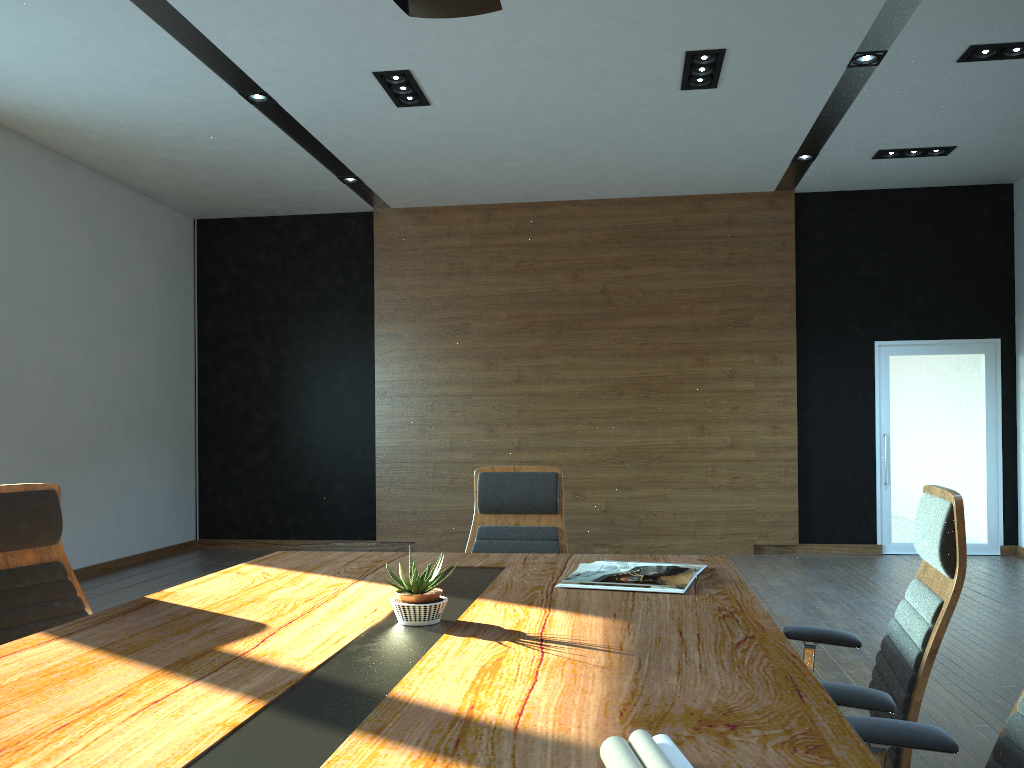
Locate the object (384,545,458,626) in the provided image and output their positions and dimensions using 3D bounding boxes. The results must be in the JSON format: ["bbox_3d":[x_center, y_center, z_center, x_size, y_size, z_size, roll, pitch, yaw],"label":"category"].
[{"bbox_3d":[-0.239,0.512,2.255,0.177,0.188,0.153,0,-2,-17],"label":"object"}]

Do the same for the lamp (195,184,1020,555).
[{"bbox_3d":[0.030,-0.212,6.956,9.392,3.705,16.703,-1,-3,8],"label":"lamp"}]

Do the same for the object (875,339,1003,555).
[{"bbox_3d":[4.301,0.641,8.991,1.197,2.159,0.200,-1,0,8],"label":"object"}]

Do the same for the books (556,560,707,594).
[{"bbox_3d":[0.406,0.611,2.895,0.389,0.033,0.545,-2,-3,19],"label":"books"}]

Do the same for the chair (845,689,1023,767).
[{"bbox_3d":[0.696,0.791,1.495,0.696,1.127,0.707,-1,-1,8],"label":"chair"}]

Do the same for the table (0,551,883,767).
[{"bbox_3d":[-0.441,0.921,0.756,1.785,0.796,5.548,-1,-3,8],"label":"table"}]

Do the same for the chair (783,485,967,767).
[{"bbox_3d":[0.810,0.836,2.356,0.696,1.127,0.707,-1,-1,15],"label":"chair"}]

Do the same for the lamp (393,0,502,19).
[{"bbox_3d":[-0.264,-1.723,2.205,0.340,1.198,1.198,-1,-2,8],"label":"lamp"}]

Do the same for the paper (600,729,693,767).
[{"bbox_3d":[-0.427,0.460,0.346,2.242,0.083,0.629,2,-4,-42],"label":"paper"}]

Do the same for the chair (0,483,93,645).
[{"bbox_3d":[-1.310,0.873,2.675,0.696,1.127,0.707,-1,-1,23],"label":"chair"}]

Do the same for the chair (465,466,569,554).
[{"bbox_3d":[-0.022,0.912,3.616,0.706,1.127,0.696,-1,-1,10],"label":"chair"}]
